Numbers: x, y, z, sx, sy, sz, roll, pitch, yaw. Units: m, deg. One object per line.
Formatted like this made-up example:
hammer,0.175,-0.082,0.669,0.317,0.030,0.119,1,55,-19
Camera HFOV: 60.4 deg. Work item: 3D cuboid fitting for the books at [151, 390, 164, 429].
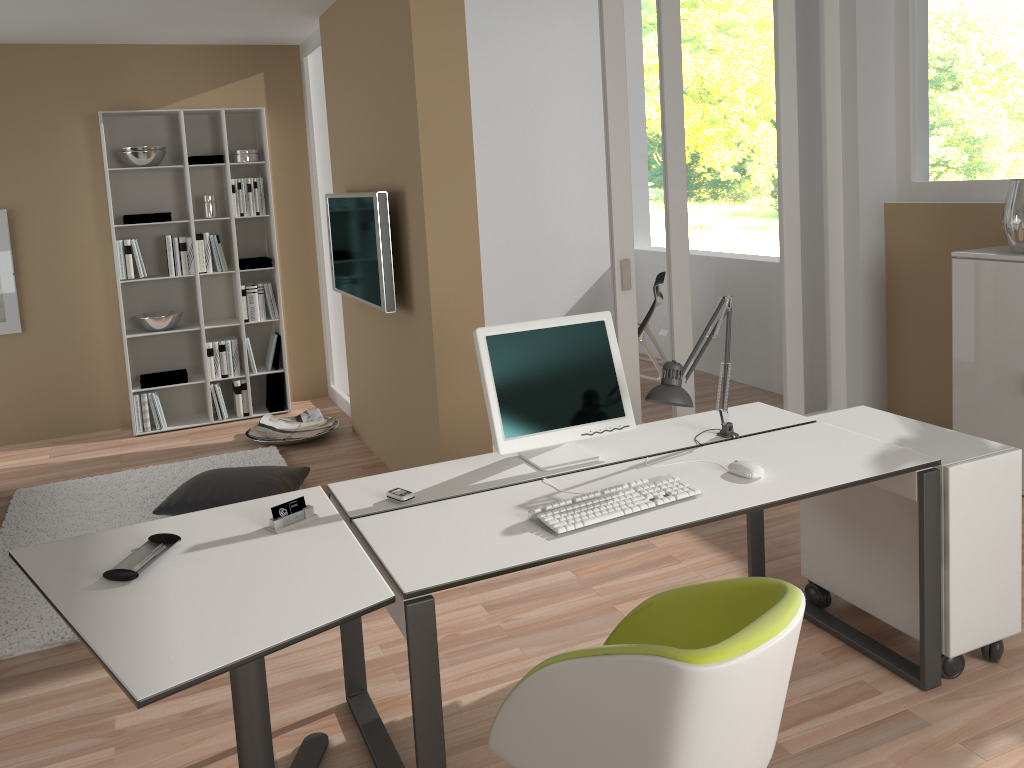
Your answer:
books,-2.424,0.163,6.018,0.058,0.254,0.210,-6,9,-22

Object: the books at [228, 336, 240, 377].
books,-1.956,-0.199,6.204,0.040,0.255,0.210,-6,9,-22

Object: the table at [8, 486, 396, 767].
table,-0.707,0.786,2.063,0.815,0.677,0.938,-8,12,-25

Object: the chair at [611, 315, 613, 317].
chair,0.454,-0.343,6.319,1.432,0.813,0.706,-1,10,12

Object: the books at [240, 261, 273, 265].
books,-1.830,-0.870,6.251,0.211,0.007,0.301,-9,14,-22

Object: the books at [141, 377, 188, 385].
books,-2.390,-0.037,6.046,0.299,0.006,0.213,-9,14,-23

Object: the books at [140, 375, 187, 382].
books,-2.389,-0.058,6.044,0.299,0.007,0.213,-9,14,-23

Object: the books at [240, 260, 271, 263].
books,-1.834,-0.879,6.245,0.211,0.007,0.301,-9,14,-22

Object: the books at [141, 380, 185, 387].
books,-2.393,-0.026,6.046,0.299,0.006,0.213,-9,14,-24

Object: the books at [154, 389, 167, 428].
books,-2.414,0.155,6.039,0.058,0.254,0.210,-6,9,-22

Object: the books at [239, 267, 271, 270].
books,-1.832,-0.832,6.255,0.211,0.007,0.301,-9,14,-22

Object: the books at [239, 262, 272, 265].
books,-1.834,-0.864,6.250,0.211,0.006,0.302,-9,14,-21

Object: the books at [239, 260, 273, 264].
books,-1.830,-0.875,6.250,0.211,0.007,0.301,-9,14,-22

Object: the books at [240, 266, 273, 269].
books,-1.831,-0.837,6.254,0.211,0.006,0.301,-9,14,-22

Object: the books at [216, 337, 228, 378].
books,-2.032,-0.187,6.170,0.040,0.255,0.210,-6,9,-22

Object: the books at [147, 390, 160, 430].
books,-2.449,0.164,6.012,0.060,0.256,0.210,-6,9,-22

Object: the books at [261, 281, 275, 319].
books,-1.741,-0.598,6.273,0.060,0.256,0.210,-6,9,-22

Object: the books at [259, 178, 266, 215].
books,-1.767,-1.320,6.194,0.020,0.255,0.210,-6,9,-22

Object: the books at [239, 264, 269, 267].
books,-1.832,-0.853,6.251,0.211,0.006,0.301,-9,14,-22

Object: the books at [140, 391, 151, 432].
books,-2.494,0.173,5.990,0.040,0.255,0.210,-6,9,-22

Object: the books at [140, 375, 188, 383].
books,-2.393,-0.053,6.047,0.299,0.007,0.213,-9,14,-23

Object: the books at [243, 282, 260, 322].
books,-1.841,-0.580,6.219,0.077,0.255,0.210,-6,9,-22

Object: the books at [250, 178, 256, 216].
books,-1.826,-1.311,6.170,0.020,0.255,0.210,-6,9,-22

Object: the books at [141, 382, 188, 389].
books,-2.390,-0.009,6.047,0.299,0.007,0.213,-9,14,-23

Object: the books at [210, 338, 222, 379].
books,-2.072,-0.181,6.156,0.040,0.255,0.210,-6,9,-22

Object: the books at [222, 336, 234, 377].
books,-1.995,-0.193,6.188,0.040,0.255,0.210,-6,9,-22

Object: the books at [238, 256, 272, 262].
books,-1.832,-0.884,6.245,0.211,0.006,0.301,-9,14,-22

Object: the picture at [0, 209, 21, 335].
picture,-3.643,-0.679,5.619,0.820,0.804,0.019,-8,7,-23

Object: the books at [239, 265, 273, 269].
books,-1.831,-0.842,6.253,0.211,0.006,0.301,-9,14,-22

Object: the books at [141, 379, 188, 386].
books,-2.390,-0.032,6.047,0.299,0.006,0.213,-9,14,-23

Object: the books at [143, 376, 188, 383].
books,-2.393,-0.048,6.048,0.299,0.007,0.213,-9,14,-23

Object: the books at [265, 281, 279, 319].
books,-1.718,-0.602,6.282,0.060,0.256,0.210,-6,9,-22

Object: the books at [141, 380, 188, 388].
books,-2.391,-0.020,6.048,0.299,0.006,0.213,-9,14,-23

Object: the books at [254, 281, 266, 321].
books,-1.791,-0.591,6.256,0.040,0.255,0.210,-6,9,-22

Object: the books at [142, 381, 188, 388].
books,-2.390,-0.015,6.048,0.299,0.006,0.213,-9,14,-23

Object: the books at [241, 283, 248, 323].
books,-1.900,-0.572,6.199,0.040,0.255,0.210,-6,9,-22

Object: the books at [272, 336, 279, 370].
books,-1.707,-0.237,6.341,0.043,0.234,0.213,-6,10,-22

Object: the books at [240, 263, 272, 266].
books,-1.832,-0.858,6.250,0.211,0.006,0.301,-9,14,-22

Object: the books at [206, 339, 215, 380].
books,-2.107,-0.174,6.134,0.040,0.255,0.210,-6,9,-22

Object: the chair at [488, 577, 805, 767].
chair,0.259,0.758,1.702,0.600,0.797,0.630,4,12,41

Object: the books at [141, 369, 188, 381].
books,-2.389,-0.064,6.045,0.299,0.006,0.213,-9,14,-23

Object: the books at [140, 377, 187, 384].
books,-2.392,-0.042,6.044,0.299,0.006,0.213,-9,14,-21

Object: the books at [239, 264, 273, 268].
books,-1.833,-0.849,6.255,0.211,0.006,0.301,-9,14,-24

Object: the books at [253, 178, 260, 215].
books,-1.806,-1.313,6.176,0.020,0.255,0.210,-6,9,-22

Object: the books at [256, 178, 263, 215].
books,-1.787,-1.317,6.185,0.020,0.255,0.210,-6,9,-22

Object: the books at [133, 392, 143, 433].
books,-2.539,0.179,5.977,0.040,0.255,0.210,-6,9,-22
